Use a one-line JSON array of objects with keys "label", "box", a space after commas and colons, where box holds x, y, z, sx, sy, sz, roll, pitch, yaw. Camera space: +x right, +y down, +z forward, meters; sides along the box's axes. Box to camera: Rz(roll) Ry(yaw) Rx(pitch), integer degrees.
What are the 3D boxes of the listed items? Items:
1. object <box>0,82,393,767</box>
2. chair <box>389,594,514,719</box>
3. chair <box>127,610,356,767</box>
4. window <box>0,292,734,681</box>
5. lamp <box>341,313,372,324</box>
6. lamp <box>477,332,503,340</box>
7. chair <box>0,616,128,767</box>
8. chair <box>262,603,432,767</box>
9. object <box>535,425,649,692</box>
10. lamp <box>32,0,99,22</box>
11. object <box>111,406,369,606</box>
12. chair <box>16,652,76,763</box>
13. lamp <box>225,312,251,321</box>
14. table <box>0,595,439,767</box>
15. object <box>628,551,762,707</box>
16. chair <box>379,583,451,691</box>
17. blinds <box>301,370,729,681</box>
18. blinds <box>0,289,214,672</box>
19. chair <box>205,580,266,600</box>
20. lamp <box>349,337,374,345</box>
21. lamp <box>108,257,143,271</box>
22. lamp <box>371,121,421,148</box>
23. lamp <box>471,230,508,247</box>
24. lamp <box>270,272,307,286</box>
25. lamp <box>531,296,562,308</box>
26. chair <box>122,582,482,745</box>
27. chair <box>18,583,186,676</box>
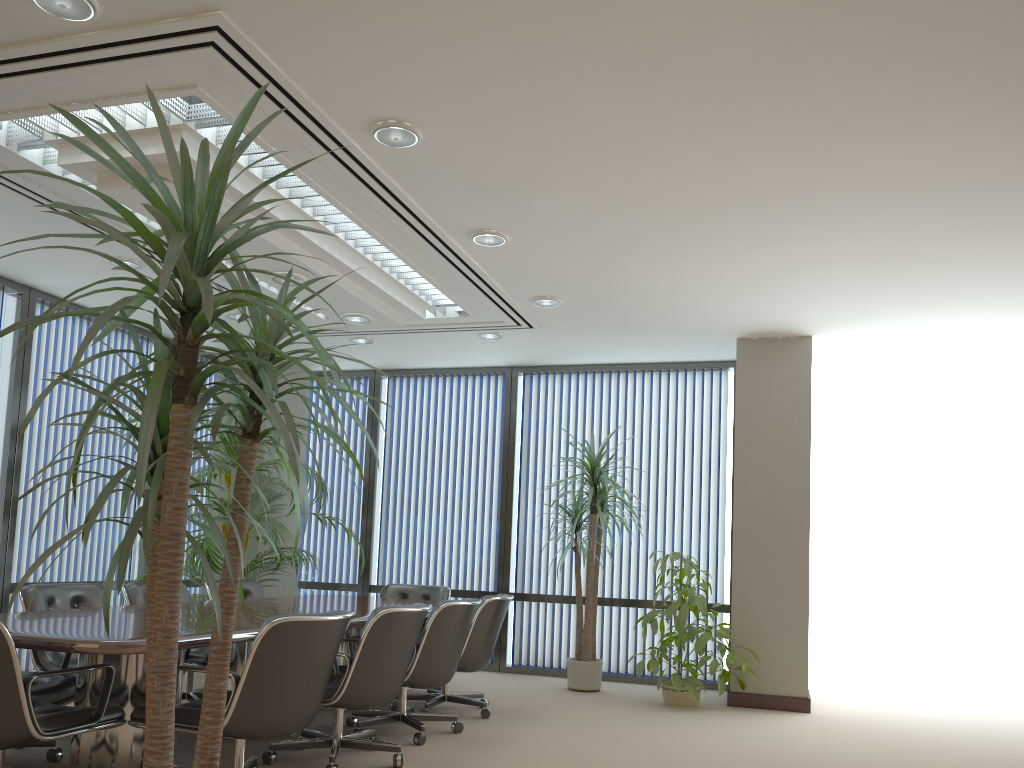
[{"label": "object", "box": [-0.660, 0.357, 1.806, 0.806, 1.813, 0.825, 3, -6, -7]}, {"label": "chair", "box": [-0.433, 1.942, 6.387, 0.852, 0.849, 0.744, 1, -8, 12]}, {"label": "chair", "box": [-1.186, 1.437, 3.959, 0.857, 0.849, 0.763, -1, -8, 21]}, {"label": "window", "box": [-2.009, 1.121, 8.139, 7.407, 2.880, 3.562, 8, -10, -27]}, {"label": "lamp", "box": [-1.155, -0.478, 6.551, 0.226, 0.035, 0.227, -7, -14, 41]}, {"label": "lamp", "box": [-0.191, -0.412, 7.650, 0.225, 0.035, 0.228, 1, -11, 7]}, {"label": "chair", "box": [-2.089, 1.324, 3.572, 0.758, 0.849, 0.864, 0, -8, 17]}, {"label": "chair", "box": [-0.885, 1.610, 4.784, 0.852, 0.849, 0.769, 0, -8, 17]}, {"label": "object", "box": [0.702, 1.533, 7.766, 1.018, 2.289, 1.042, 3, -6, -7]}, {"label": "lamp", "box": [-1.588, -1.353, 3.122, 0.225, 0.035, 0.228, -2, -12, 20]}, {"label": "object", "box": [-2.541, 1.330, 7.900, 2.093, 2.451, 2.188, -4, -10, 38]}, {"label": "chair", "box": [-2.695, 1.472, 4.459, 0.852, 0.849, 0.769, 1, -8, 12]}, {"label": "lamp", "box": [-2.272, -0.557, 7.350, 0.226, 0.035, 0.227, -7, -14, 41]}, {"label": "table", "box": [-1.543, 1.768, 5.454, 1.506, 0.740, 4.127, -1, -11, 17]}, {"label": "object", "box": [1.455, 2.022, 7.163, 0.980, 1.298, 0.865, 4, -7, -12]}, {"label": "chair", "box": [-0.924, 2.109, 7.349, 0.758, 0.849, 0.864, 0, -8, 17]}, {"label": "blinds", "box": [-0.358, 1.343, 8.960, 4.928, 2.879, 0.051, -1, -6, 17]}, {"label": "blinds", "box": [-3.680, 0.870, 7.239, 0.031, 2.872, 4.963, 1, -10, 17]}, {"label": "chair", "box": [-1.946, 1.975, 6.880, 0.852, 0.849, 0.768, -1, -8, 22]}, {"label": "lamp", "box": [-1.366, -0.390, 8.014, 0.225, 0.035, 0.228, -3, -12, 27]}, {"label": "lamp", "box": [-2.664, -0.821, 6.078, 0.226, 0.035, 0.227, -7, -14, 41]}, {"label": "lamp", "box": [-0.528, -1.134, 4.023, 0.225, 0.035, 0.228, 1, -11, 7]}, {"label": "lamp", "box": [-0.136, -0.869, 5.295, 0.226, 0.035, 0.227, -7, -14, 41]}, {"label": "lamp", "box": [-1.432, -0.665, 5.652, 0.226, 0.035, 0.227, -7, -14, 41]}, {"label": "lamp", "box": [0.256, -0.605, 6.566, 0.226, 0.035, 0.227, -7, -14, 41]}, {"label": "chair", "box": [-1.435, 1.793, 5.839, 2.527, 0.849, 0.768, -1, -8, 17]}, {"label": "chair", "box": [-2.484, 1.641, 5.279, 0.852, 0.849, 0.769, 0, -8, 17]}]
